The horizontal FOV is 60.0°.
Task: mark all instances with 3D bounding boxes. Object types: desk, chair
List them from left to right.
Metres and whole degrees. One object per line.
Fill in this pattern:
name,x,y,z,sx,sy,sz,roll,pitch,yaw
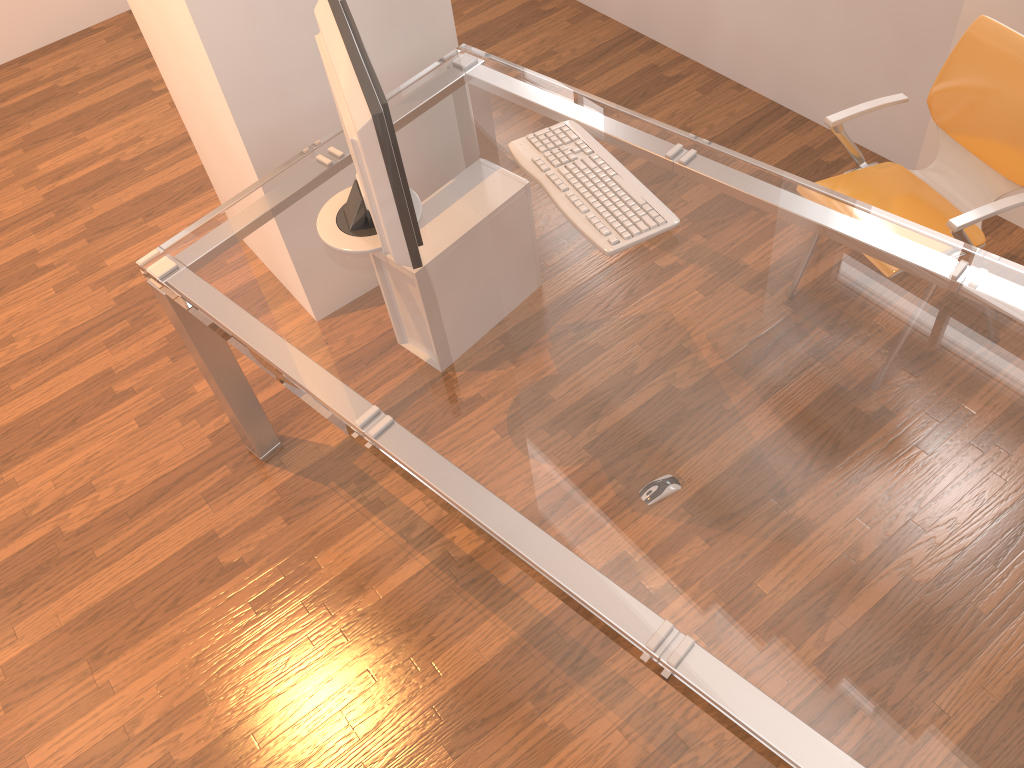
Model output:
desk,0.361,0.142,2.002,2.239,0.750,1.092,33,62,29
chair,1.048,-0.442,2.319,0.464,0.829,0.495,-22,51,-9

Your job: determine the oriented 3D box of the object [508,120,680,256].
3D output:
object,0.173,-0.461,2.015,0.200,0.031,0.467,-26,52,-12

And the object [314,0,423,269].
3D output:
object,-0.352,-0.522,1.891,0.245,0.418,0.516,-10,50,0
